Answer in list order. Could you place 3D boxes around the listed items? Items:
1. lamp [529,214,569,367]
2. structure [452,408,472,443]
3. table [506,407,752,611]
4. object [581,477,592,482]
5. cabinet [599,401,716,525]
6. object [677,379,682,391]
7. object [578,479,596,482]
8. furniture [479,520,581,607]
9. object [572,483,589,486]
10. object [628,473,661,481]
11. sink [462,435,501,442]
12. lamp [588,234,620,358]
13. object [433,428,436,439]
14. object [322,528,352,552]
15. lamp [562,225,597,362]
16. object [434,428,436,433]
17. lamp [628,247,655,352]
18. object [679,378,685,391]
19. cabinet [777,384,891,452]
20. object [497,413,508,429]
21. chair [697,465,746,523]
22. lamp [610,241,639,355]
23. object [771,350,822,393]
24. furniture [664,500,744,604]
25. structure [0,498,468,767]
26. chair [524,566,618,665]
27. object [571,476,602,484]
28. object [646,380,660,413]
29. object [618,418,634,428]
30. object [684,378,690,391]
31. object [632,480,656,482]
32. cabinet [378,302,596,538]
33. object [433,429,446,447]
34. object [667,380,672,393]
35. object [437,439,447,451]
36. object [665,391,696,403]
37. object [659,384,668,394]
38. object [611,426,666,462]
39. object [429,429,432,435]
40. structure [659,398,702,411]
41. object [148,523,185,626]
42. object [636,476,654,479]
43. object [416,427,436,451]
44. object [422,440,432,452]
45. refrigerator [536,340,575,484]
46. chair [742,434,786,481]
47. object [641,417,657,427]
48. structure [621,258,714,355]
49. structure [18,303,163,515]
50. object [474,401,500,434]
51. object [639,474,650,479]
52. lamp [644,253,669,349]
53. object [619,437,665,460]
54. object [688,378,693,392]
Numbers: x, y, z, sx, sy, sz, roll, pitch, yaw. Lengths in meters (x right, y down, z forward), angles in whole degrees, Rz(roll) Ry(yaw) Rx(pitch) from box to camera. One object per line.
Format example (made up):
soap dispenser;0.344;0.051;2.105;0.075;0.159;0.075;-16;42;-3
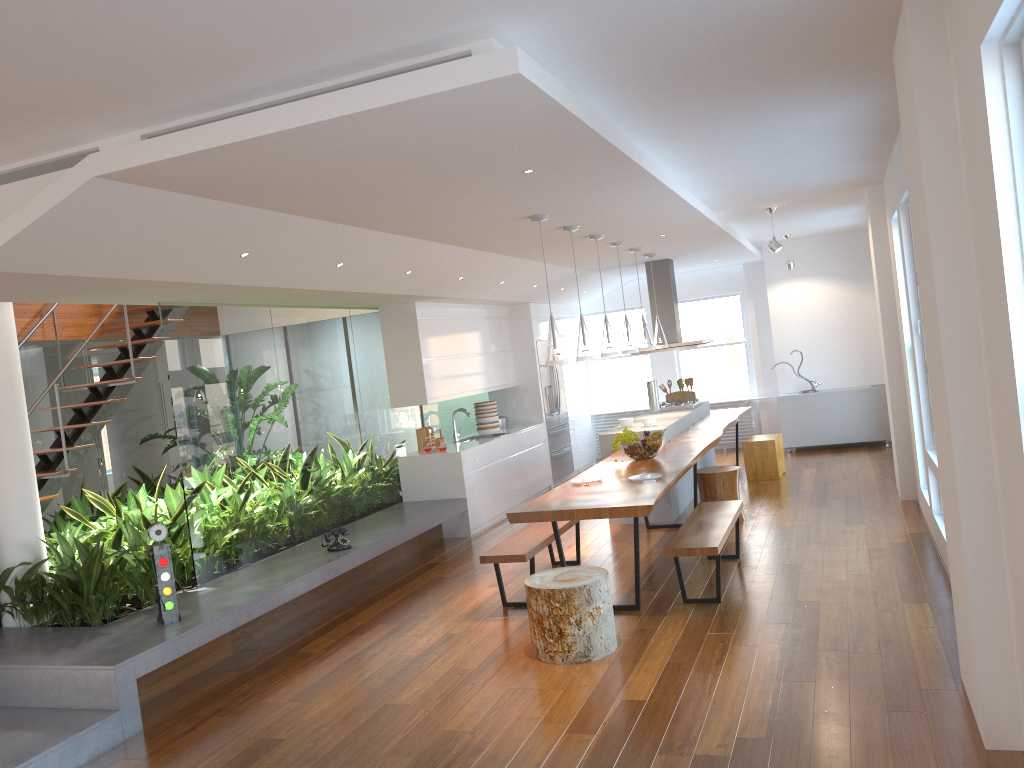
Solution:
lamp;0.234;-0.650;5.836;0.160;1.060;0.160;-8;2;-42
structure;-0.522;0.524;9.710;0.248;0.536;0.115;-6;2;21
table;1.461;0.870;7.950;0.893;0.704;5.996;-6;2;21
object;0.518;0.665;6.157;0.070;0.030;0.079;-7;2;-16
cabinet;1.626;0.747;9.372;0.597;0.832;2.936;-6;2;21
object;2.022;0.085;10.647;0.061;0.299;0.040;-6;2;18
object;0.519;0.676;6.157;0.124;0.011;0.124;-6;2;42
furniture;0.209;1.230;6.297;0.316;0.389;1.433;-6;2;21
object;0.460;0.685;6.036;0.149;0.014;0.044;-6;2;19
object;0.895;0.631;5.964;0.222;0.020;0.222;-7;2;13
sink;-0.327;0.701;9.620;0.449;0.192;0.666;-6;2;21
lamp;0.735;-0.748;7.189;0.160;1.060;0.160;-8;2;-42
object;-0.808;0.552;9.256;0.019;0.196;0.022;-7;2;9
object;-1.310;1.150;6.587;0.216;0.155;0.181;-7;2;-15
lamp;0.485;-0.699;6.512;0.160;1.060;0.160;-8;2;-42
object;-0.799;0.549;9.231;0.040;0.192;0.042;-8;2;-32
lamp;1.236;-0.846;8.542;0.160;1.060;0.160;-8;2;-42
object;2.047;0.083;10.617;0.057;0.299;0.019;-6;2;21
cabinet;4.096;0.439;11.269;1.309;0.725;0.420;-6;2;21
object;-0.176;0.445;10.581;0.284;0.196;0.265;-8;2;-27
chair;1.800;0.966;7.695;0.396;0.455;0.402;-7;2;11
lamp;0.986;-0.797;7.865;0.160;1.060;0.160;-8;2;-42
object;3.645;-0.158;11.346;0.590;0.563;0.210;-7;2;-8
furniture;1.318;1.105;5.877;0.316;0.389;1.433;-6;2;21
structure;-2.579;1.569;6.900;3.088;0.386;5.584;-6;2;21
chair;0.320;1.247;4.827;0.460;0.400;0.460;-6;2;31
object;0.519;0.671;6.157;0.222;0.020;0.222;-8;2;-29
object;1.582;0.142;9.838;0.172;0.356;0.120;-8;2;-21
object;1.099;0.375;8.519;0.152;0.082;0.152;-8;2;-30
object;2.107;0.076;10.597;0.068;0.298;0.039;-6;2;21
object;0.870;0.636;5.860;0.158;0.017;0.019;-7;2;16
cabinet;-0.043;0.204;10.583;0.676;2.280;4.565;-6;2;21
object;-0.779;0.563;9.277;0.100;0.170;0.173;-6;2;22
object;1.911;0.096;10.690;0.055;0.299;0.027;-6;2;21
object;-0.684;0.597;8.639;0.094;0.106;0.094;-6;2;26
object;2.027;0.164;10.641;0.353;0.157;0.084;-6;2;21
object;1.878;0.118;10.701;0.199;0.259;0.016;-6;2;31
object;1.006;0.461;7.018;0.394;0.284;0.292;-7;2;-15
object;-0.832;0.556;9.068;0.040;0.192;0.042;-8;2;-19
structure;1.891;0.236;10.220;0.520;0.073;0.650;-6;2;21
object;-1.944;1.069;4.982;0.134;0.565;0.318;-8;2;-33
object;0.895;0.635;5.964;0.124;0.011;0.124;-7;2;3
object;-0.881;0.556;9.049;0.104;0.222;0.200;-6;2;21
object;-0.837;0.613;8.747;0.094;0.106;0.094;-6;2;26
refrigerator;0.292;0.361;11.264;0.725;1.772;0.908;-6;2;21
chair;2.760;0.800;9.694;0.344;0.430;0.549;-6;2;25
object;1.288;0.357;8.316;0.152;0.082;0.152;-8;2;-19
structure;1.722;-1.083;10.158;0.909;1.405;0.900;-6;2;21
structure;-2.800;-0.523;7.538;2.552;4.265;4.591;-6;2;21
object;-0.289;0.385;10.206;0.266;0.356;0.267;-8;2;-44
object;0.894;0.625;5.964;0.070;0.030;0.079;-8;2;-26
lamp;1.487;-0.896;9.218;0.160;1.060;0.160;-8;2;-42
object;1.033;0.522;6.997;0.360;0.159;0.360;-7;2;-16
object;2.148;0.071;10.601;0.057;0.294;0.030;-6;2;21
